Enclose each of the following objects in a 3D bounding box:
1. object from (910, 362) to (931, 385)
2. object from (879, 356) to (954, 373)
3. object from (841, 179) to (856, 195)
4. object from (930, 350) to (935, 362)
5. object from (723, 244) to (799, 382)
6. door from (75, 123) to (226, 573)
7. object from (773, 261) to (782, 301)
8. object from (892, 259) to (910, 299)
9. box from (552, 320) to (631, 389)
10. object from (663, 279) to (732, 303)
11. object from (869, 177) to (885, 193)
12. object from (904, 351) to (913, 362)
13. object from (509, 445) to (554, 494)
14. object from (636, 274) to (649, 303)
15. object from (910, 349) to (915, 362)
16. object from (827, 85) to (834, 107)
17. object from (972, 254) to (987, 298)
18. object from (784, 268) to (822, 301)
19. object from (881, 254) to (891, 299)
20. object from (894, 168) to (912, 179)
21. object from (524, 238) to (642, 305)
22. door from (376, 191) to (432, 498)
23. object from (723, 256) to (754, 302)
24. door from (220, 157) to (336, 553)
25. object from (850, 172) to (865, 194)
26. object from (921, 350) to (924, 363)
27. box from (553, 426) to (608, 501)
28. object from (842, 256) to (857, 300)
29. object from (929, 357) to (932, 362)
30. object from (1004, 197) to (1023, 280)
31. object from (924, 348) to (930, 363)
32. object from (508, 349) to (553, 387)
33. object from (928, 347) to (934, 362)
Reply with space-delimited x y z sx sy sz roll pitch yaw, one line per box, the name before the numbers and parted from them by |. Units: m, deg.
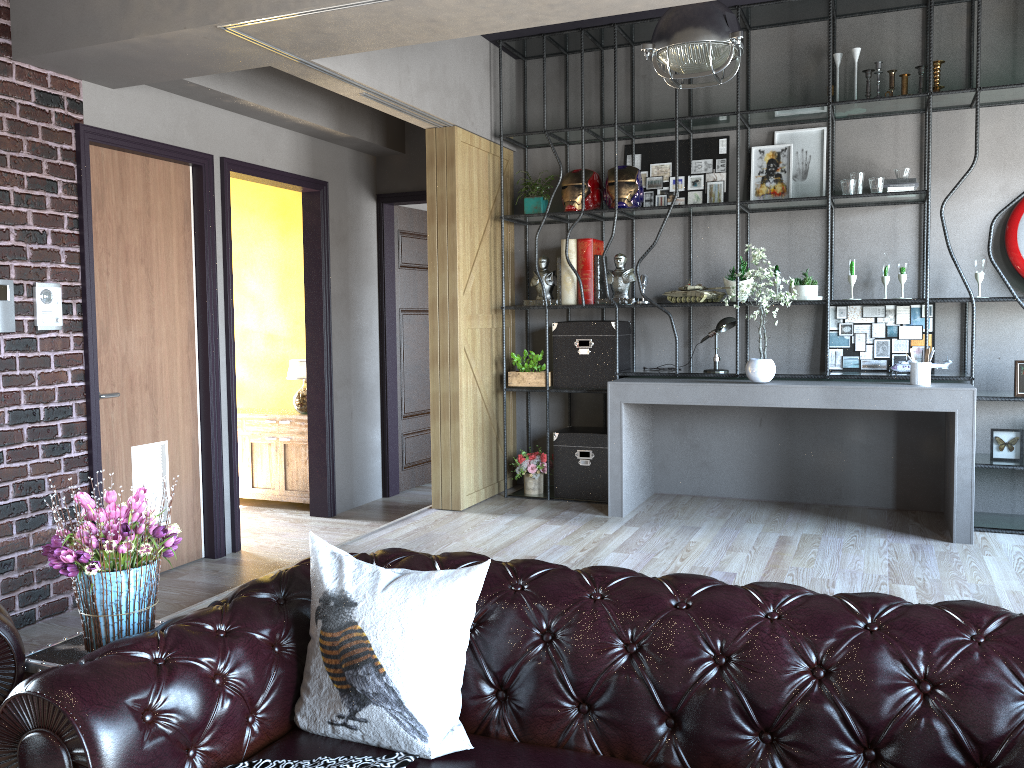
object | 2.404 -0.060 5.217 0.110 0.137 0.110 2 4 33
object | 2.534 -0.121 5.596 0.351 0.111 0.379 -3 5 -34
object | 2.096 -1.220 5.526 0.093 0.099 0.092 -3 4 -30
object | 2.444 -0.116 5.201 0.062 0.169 0.009 1 4 22
object | 1.538 -0.438 5.428 0.398 0.851 0.421 -2 4 -21
door | -2.139 -0.128 5.185 0.219 2.538 1.003 1 4 23
object | 1.790 -0.693 5.992 0.113 0.273 0.113 -1 4 -11
object | 2.420 -0.651 5.499 0.113 0.246 0.113 2 5 41
box | 0.578 -0.218 6.390 0.489 0.480 0.374 1 4 23
object | 1.290 -0.640 6.064 0.206 0.170 0.577 -3 5 -32
object | 2.246 -1.217 5.464 0.092 0.099 0.093 -2 4 -20
object | 2.390 -0.098 5.235 0.137 0.190 0.009 1 4 26
object | 0.135 0.624 6.534 0.345 0.362 0.332 1 4 26
object | 0.902 -0.654 6.103 0.093 0.200 0.093 0 4 18
object | 2.383 -0.108 5.253 0.023 0.202 0.046 -3 4 -31
object | 2.011 -1.814 5.596 0.135 0.129 0.135 -1 4 -4
object | 2.871 -0.664 5.448 0.113 0.270 0.113 0 4 11
object | 1.895 -0.647 5.766 0.235 0.212 0.235 -2 4 -22
object | 2.433 -0.699 5.775 0.113 0.301 0.113 2 5 41
object | 2.469 -1.324 5.604 0.103 0.068 0.103 0 4 15
object | 0.507 -0.800 6.378 0.833 0.466 0.290 1 4 23
door | -0.384 -0.338 7.744 1.150 2.542 1.129 1 4 23
object | 1.513 -0.699 5.903 0.137 0.305 0.193 -3 4 -33
door | -2.094 -0.222 6.431 1.098 2.542 1.151 1 4 23
object | 2.181 -1.254 5.602 0.087 0.155 0.087 2 4 35
object | 2.427 -0.117 5.249 0.009 0.167 0.061 2 4 35
box | 0.587 0.565 6.436 0.489 0.480 0.374 1 4 23
object | 2.138 -0.667 5.575 0.113 0.274 0.113 1 4 26
object | 2.422 -0.081 5.196 0.068 0.159 0.009 2 4 36
object | 3.403 -0.896 5.365 0.751 0.739 0.186 1 4 23
object | 2.443 -0.107 5.236 0.037 0.204 0.023 -2 4 -28
object | 0.135 -0.118 6.412 0.304 0.265 0.181 1 4 23
object | 2.449 -0.124 5.212 0.052 0.185 0.009 1 4 24
